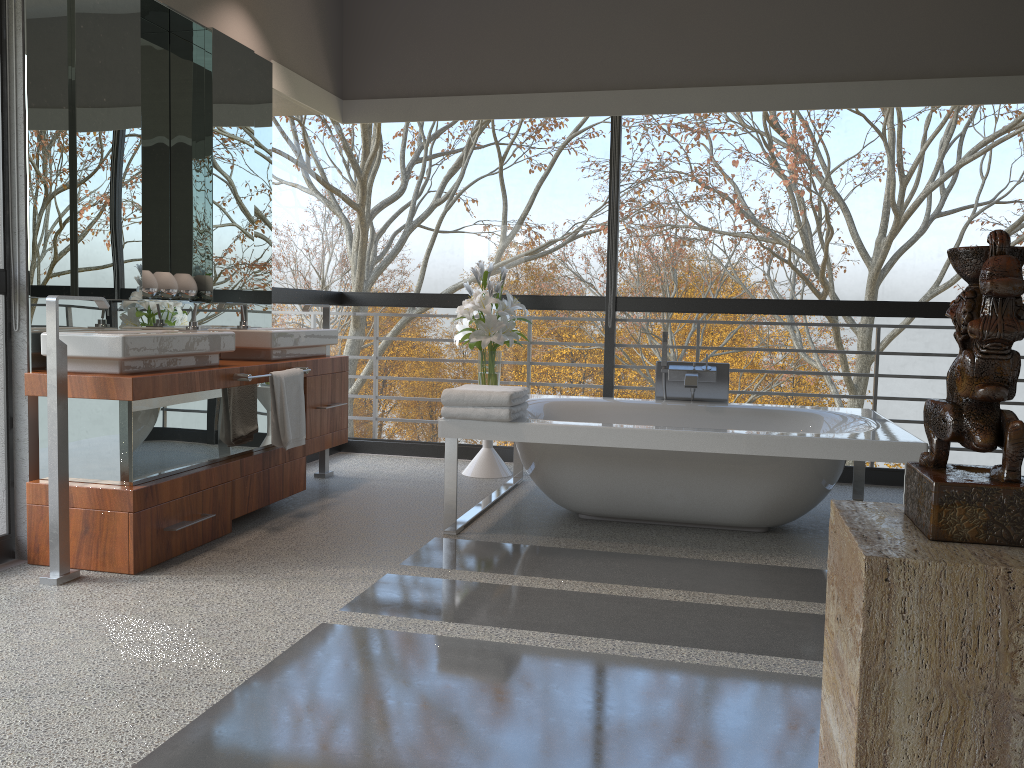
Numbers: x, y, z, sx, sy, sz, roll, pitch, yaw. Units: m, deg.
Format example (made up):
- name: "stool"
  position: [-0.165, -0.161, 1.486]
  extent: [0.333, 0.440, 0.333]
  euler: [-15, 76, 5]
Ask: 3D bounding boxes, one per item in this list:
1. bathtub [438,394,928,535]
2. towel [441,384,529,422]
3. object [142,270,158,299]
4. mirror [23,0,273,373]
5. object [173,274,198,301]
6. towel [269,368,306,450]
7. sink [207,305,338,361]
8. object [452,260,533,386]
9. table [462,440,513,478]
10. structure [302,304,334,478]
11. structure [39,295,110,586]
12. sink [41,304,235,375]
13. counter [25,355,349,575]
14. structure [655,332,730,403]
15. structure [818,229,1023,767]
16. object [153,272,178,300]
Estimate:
- name: "bathtub"
  position: [0.781, 0.390, 4.257]
  extent: [1.958, 0.504, 1.328]
  euler: [2, 5, 13]
- name: "towel"
  position: [-0.111, 0.087, 3.900]
  extent: [0.322, 0.145, 0.305]
  euler: [3, 5, 16]
- name: "object"
  position: [-1.675, -0.449, 4.016]
  extent: [0.136, 0.130, 0.136]
  euler: [-2, 5, -34]
- name: "mirror"
  position: [-1.652, -0.907, 4.110]
  extent: [0.253, 1.616, 1.791]
  euler: [2, 4, 13]
- name: "object"
  position: [-1.603, -0.471, 4.318]
  extent: [0.136, 0.130, 0.136]
  euler: [-2, 5, -34]
- name: "towel"
  position: [-1.022, 0.115, 4.077]
  extent: [0.079, 0.368, 0.302]
  euler: [2, 4, 14]
- name: "sink"
  position: [-1.218, -0.269, 4.585]
  extent: [0.352, 0.266, 0.750]
  euler: [2, 5, 13]
- name: "object"
  position: [-0.143, -0.335, 5.258]
  extent: [0.450, 0.795, 0.460]
  euler: [5, 5, 41]
- name: "table"
  position: [-0.143, 0.300, 5.305]
  extent: [0.307, 0.478, 0.308]
  euler: [1, 4, -3]
- name: "structure"
  position: [-1.099, 0.047, 5.001]
  extent: [0.069, 0.988, 0.303]
  euler: [2, 4, 13]
- name: "structure"
  position: [-1.542, 0.184, 3.148]
  extent: [0.069, 0.988, 0.303]
  euler: [2, 4, 13]
- name: "sink"
  position: [-1.464, -0.193, 3.554]
  extent: [0.352, 0.266, 0.750]
  euler: [2, 5, 13]
- name: "counter"
  position: [-1.306, 0.255, 4.076]
  extent: [0.525, 0.704, 1.849]
  euler: [2, 5, 13]
- name: "structure"
  position: [0.968, 0.163, 4.821]
  extent: [0.402, 0.884, 0.330]
  euler: [2, 4, 13]
- name: "structure"
  position: [0.571, 0.347, 1.131]
  extent: [0.292, 1.073, 0.328]
  euler: [2, 4, 13]
- name: "object"
  position: [-1.640, -0.459, 4.165]
  extent: [0.136, 0.130, 0.136]
  euler: [-2, 5, -34]
